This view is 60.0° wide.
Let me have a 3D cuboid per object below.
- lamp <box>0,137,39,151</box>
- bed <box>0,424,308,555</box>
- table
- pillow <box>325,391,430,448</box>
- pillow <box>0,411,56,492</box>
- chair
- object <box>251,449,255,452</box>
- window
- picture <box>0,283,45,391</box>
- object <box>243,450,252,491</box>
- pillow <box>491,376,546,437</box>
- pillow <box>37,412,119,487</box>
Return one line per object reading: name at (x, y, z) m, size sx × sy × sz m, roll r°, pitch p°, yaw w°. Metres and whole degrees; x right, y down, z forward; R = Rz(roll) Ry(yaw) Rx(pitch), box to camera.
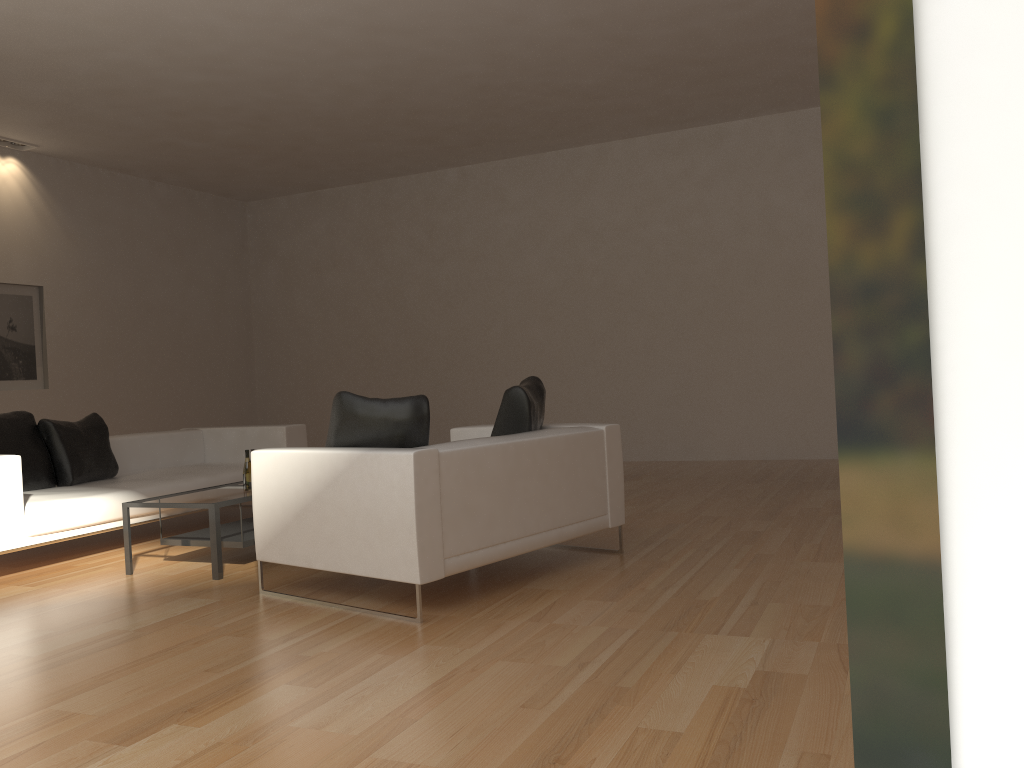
lamp at (-5.199, -2.563, 9.198) m, size 0.243 × 0.166 × 0.446 m, roll -3°, pitch 0°, yaw 24°
bed at (-2.943, 0.780, 6.689) m, size 1.262 × 0.761 × 3.075 m, roll -3°, pitch 0°, yaw 24°
table at (-1.647, 0.896, 5.805) m, size 0.709 × 0.460 × 1.566 m, roll -3°, pitch 0°, yaw 24°
pillow at (-0.685, 0.326, 4.391) m, size 0.660 × 0.598 × 0.291 m, roll -3°, pitch 0°, yaw 14°
pillow at (-3.450, 0.472, 5.959) m, size 0.346 × 0.666 × 0.755 m, roll -3°, pitch 0°, yaw 10°
chair at (-0.366, 0.651, 4.845) m, size 1.262 × 0.761 × 1.671 m, roll -3°, pitch 0°, yaw 39°
object at (-1.680, 0.549, 5.765) m, size 0.057 × 0.248 × 0.057 m, roll -3°, pitch 0°, yaw 42°
window at (-2.052, -0.499, 1.802) m, size 5.198 × 3.189 × 0.152 m, roll -3°, pitch 0°, yaw 24°
picture at (-5.264, -0.488, 9.298) m, size 0.005 × 1.155 × 0.802 m, roll -3°, pitch 0°, yaw 24°
object at (-1.659, 0.542, 5.574) m, size 0.067 × 0.257 × 0.068 m, roll -3°, pitch 0°, yaw 43°
pillow at (0.026, 0.291, 5.120) m, size 0.324 × 0.666 × 0.506 m, roll -3°, pitch 0°, yaw 14°
pillow at (-3.200, 0.481, 6.559) m, size 0.270 × 0.524 × 0.628 m, roll -3°, pitch 0°, yaw 8°
